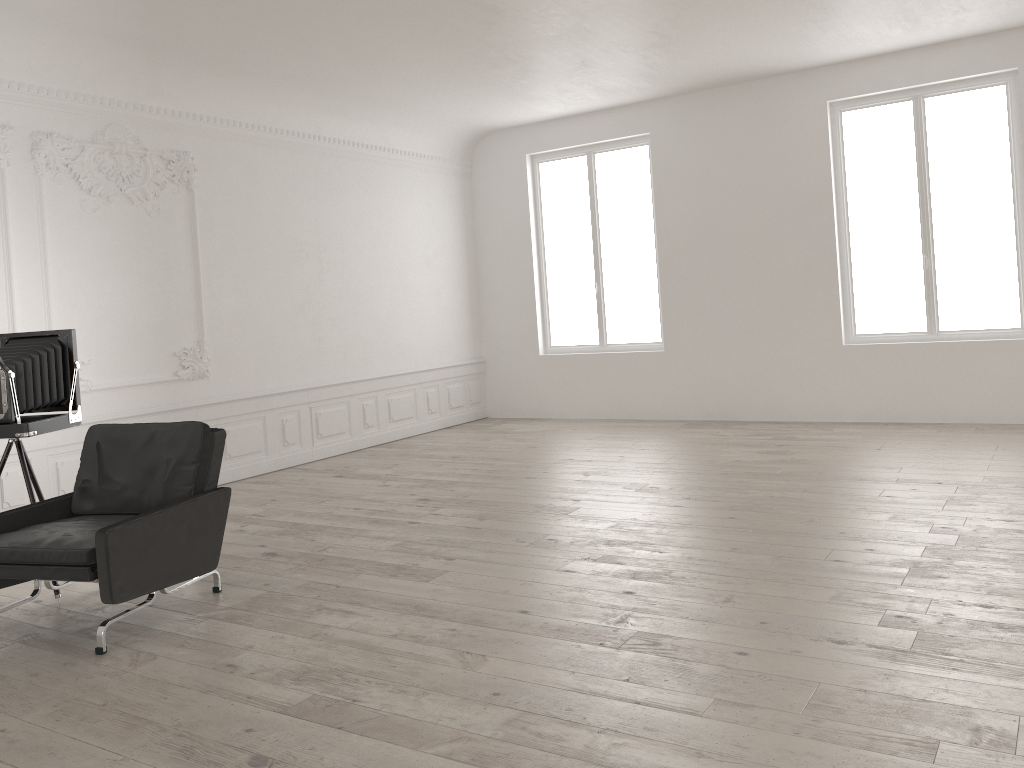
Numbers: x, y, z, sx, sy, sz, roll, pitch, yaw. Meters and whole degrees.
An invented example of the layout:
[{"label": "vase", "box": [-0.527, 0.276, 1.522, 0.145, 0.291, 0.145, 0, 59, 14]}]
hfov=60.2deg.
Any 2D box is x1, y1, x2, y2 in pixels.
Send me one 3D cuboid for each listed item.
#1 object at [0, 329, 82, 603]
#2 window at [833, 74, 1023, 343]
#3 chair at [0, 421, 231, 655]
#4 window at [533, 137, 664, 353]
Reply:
[{"label": "object", "box": [-2.877, 0.453, 5.241, 0.710, 1.520, 0.656, -4, 1, 8]}, {"label": "window", "box": [4.277, -1.740, 9.108, 1.722, 2.577, 0.071, -3, 1, 33]}, {"label": "chair", "box": [-2.140, 0.733, 4.656, 0.972, 0.962, 1.092, -3, 3, 18]}, {"label": "window", "box": [1.072, -1.699, 11.156, 1.722, 2.577, 0.071, -3, 1, 33]}]
